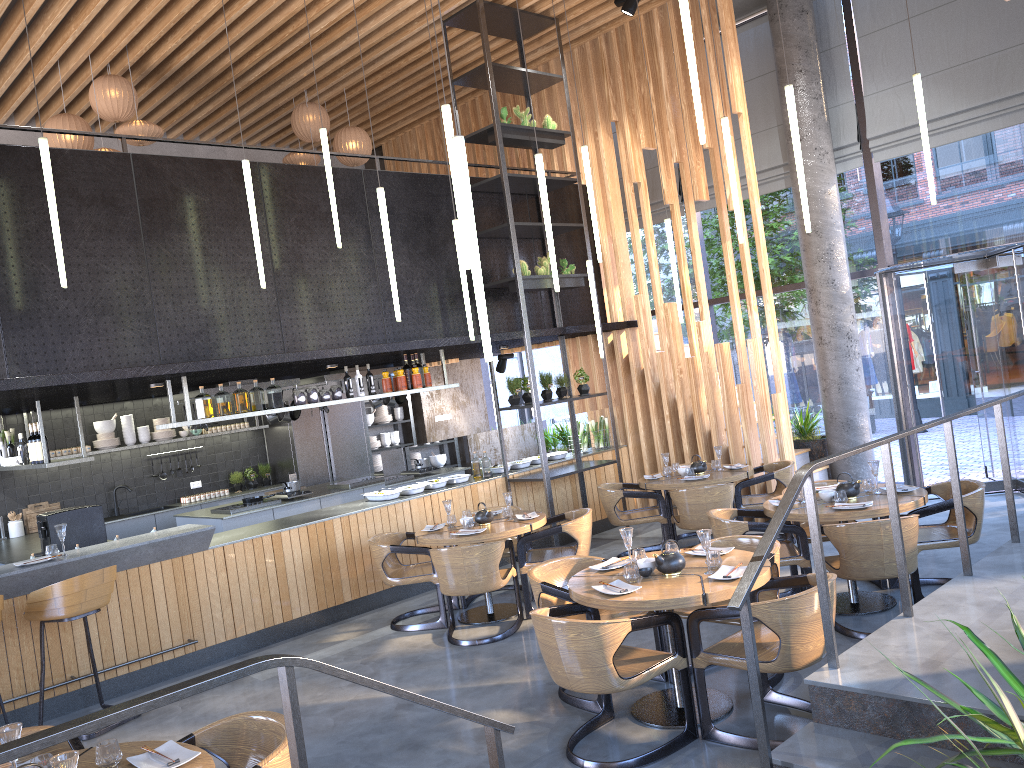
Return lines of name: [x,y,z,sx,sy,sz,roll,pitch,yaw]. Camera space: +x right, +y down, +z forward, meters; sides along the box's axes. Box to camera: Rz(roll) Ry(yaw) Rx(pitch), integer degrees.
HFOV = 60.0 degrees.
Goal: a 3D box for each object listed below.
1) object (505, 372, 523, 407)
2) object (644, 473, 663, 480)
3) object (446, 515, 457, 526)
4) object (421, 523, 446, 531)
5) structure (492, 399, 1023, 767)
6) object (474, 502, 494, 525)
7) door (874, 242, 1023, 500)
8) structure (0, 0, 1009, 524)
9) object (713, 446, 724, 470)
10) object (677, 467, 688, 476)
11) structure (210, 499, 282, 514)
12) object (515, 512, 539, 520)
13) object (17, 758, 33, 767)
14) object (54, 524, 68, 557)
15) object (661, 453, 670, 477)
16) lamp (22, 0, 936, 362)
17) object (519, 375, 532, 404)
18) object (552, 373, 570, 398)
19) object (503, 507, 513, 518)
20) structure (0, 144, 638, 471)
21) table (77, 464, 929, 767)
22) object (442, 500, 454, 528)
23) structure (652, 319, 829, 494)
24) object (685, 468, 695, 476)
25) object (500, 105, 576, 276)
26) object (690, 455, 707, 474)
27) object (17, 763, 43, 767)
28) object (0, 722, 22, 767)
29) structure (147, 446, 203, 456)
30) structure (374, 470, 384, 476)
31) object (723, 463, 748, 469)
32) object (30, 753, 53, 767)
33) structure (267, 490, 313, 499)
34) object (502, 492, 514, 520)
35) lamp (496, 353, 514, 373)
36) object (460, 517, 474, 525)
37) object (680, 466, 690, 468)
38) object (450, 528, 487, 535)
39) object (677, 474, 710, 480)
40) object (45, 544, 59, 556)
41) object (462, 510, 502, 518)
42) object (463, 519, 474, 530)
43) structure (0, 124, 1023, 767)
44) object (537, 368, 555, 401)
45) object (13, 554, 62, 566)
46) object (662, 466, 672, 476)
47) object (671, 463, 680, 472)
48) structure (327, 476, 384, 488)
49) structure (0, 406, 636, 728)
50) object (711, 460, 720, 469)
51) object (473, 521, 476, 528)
object: [0.024,0.048,9.255,0.186,0.367,0.196,-8,0,2]
object: [1.378,0.907,8.670,0.170,0.025,0.294,-8,0,5]
object: [-0.510,1.151,7.478,0.086,0.086,0.086,-8,1,33]
object: [-0.652,1.203,7.443,0.170,0.025,0.294,-8,0,5]
structure: [2.021,0.787,7.581,4.306,1.608,15.715,-8,0,-5]
object: [-0.233,1.066,7.328,0.168,0.179,0.163,-8,1,13]
door: [5.104,-0.124,9.231,2.186,2.526,2.186,-8,1,-23]
structure: [-2.215,-0.782,6.903,10.399,5.894,10.127,-8,1,-43]
object: [2.005,0.716,8.580,0.082,0.227,0.082,-8,1,41]
object: [1.658,0.848,8.561,0.116,0.065,0.116,-8,1,32]
structure: [-2.939,1.337,9.798,0.599,0.060,0.510,-8,1,-43]
object: [0.122,1.095,7.348,0.170,0.025,0.294,-8,0,-8]
object: [-1.769,1.397,3.164,0.170,0.025,0.294,-8,1,44]
object: [-3.228,1.122,6.366,0.082,0.227,0.082,-8,1,-9]
object: [1.502,0.787,8.619,0.082,0.227,0.082,-8,1,-11]
lamp: [-3.485,-4.789,6.826,8.975,10.231,8.774,-8,1,-45]
object: [0.150,0.057,9.440,0.172,0.311,0.179,-8,1,-32]
object: [0.552,0.012,9.778,0.211,0.283,0.221,-8,1,-30]
object: [-0.037,1.085,7.457,0.086,0.086,0.086,-8,0,-6]
structure: [-2.153,-0.759,10.498,8.600,2.382,4.958,-8,1,-43]
table: [0.900,1.295,4.470,10.659,0.968,6.876,-8,1,-43]
object: [-0.527,1.083,7.392,0.082,0.227,0.082,-8,1,-23]
structure: [2.416,0.306,10.521,1.000,2.400,2.530,-8,1,-43]
object: [1.676,0.836,8.356,0.086,0.086,0.086,-8,0,6]
object: [0.239,-2.014,9.306,0.922,1.819,0.232,-8,1,-43]
object: [1.794,0.771,8.553,0.163,0.179,0.168,-8,1,9]
object: [-1.517,1.287,2.800,0.168,0.179,0.163,-8,0,-5]
object: [-1.707,1.287,3.036,0.082,0.227,0.082,-8,1,16]
structure: [-4.388,0.878,11.553,0.743,0.018,0.074,-8,1,-43]
structure: [-1.476,1.097,11.183,0.317,0.060,0.502,-8,1,-43]
object: [2.152,0.799,8.575,0.170,0.025,0.294,-8,0,-8]
object: [-1.638,1.348,3.098,0.086,0.086,0.086,-8,1,-18]
structure: [-2.549,1.257,10.166,0.317,0.060,0.502,-8,1,-43]
object: [-0.024,1.012,7.353,0.082,0.227,0.082,-8,1,41]
lamp: [-0.139,-0.345,13.230,0.270,0.367,0.302,-8,1,-38]
object: [-0.372,1.144,7.334,0.116,0.065,0.116,-8,1,32]
object: [1.794,0.845,8.988,0.294,0.025,0.170,-8,0,5]
object: [-0.362,1.166,6.967,0.294,0.025,0.170,-8,1,27]
object: [1.668,0.870,8.194,0.294,0.025,0.170,-8,1,27]
object: [-3.320,1.206,6.401,0.086,0.086,0.086,-8,1,-43]
object: [-0.264,1.114,7.721,0.335,0.086,0.253,-8,0,5]
object: [-0.354,1.132,7.129,0.086,0.086,0.086,-8,1,10]
structure: [-1.723,-0.074,7.131,11.718,4.117,9.054,-8,1,-43]
object: [0.377,-0.005,9.589,0.186,0.367,0.196,-8,0,2]
object: [-3.307,1.237,6.211,0.294,0.025,0.170,-8,1,-45]
object: [1.520,0.855,8.705,0.086,0.086,0.086,-8,1,29]
object: [1.639,0.837,8.879,0.086,0.086,0.086,-8,1,33]
structure: [-1.866,1.177,10.814,0.599,0.060,0.510,-8,1,-43]
structure: [-3.336,1.631,9.237,8.945,1.400,4.889,-8,1,-43]
object: [1.993,0.789,8.684,0.086,0.086,0.086,-8,1,39]
object: [-0.328,1.150,7.233,0.080,0.042,0.080,-8,1,32]
